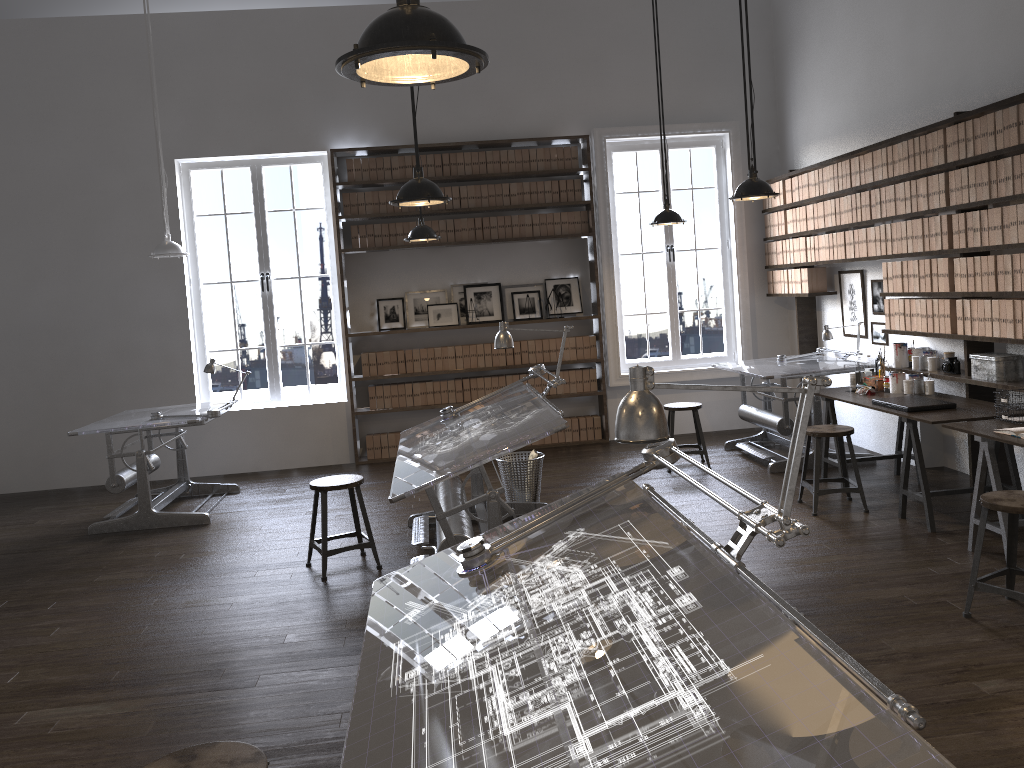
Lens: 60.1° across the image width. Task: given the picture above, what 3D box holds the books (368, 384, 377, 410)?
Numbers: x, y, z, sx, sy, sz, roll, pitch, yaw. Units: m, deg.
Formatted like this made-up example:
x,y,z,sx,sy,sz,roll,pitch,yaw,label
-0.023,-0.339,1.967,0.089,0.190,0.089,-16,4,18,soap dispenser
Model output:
x,y,z,sx,sy,sz,roll,pitch,yaw,label
-1.355,0.127,8.620,0.067,0.225,0.175,-4,4,-5,books

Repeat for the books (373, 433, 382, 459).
x,y,z,sx,sy,sz,roll,pitch,yaw,label
-1.312,0.604,8.652,0.067,0.225,0.175,-4,4,-5,books

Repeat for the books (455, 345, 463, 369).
x,y,z,sx,sy,sz,roll,pitch,yaw,label
-0.521,-0.263,8.685,0.067,0.225,0.175,-4,4,-5,books

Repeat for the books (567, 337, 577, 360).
x,y,z,sx,sy,sz,roll,pitch,yaw,label
0.590,-0.353,8.789,0.067,0.225,0.175,-4,4,-5,books

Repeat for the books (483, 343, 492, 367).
x,y,z,sx,sy,sz,roll,pitch,yaw,label
-0.240,-0.285,8.710,0.067,0.225,0.175,-4,4,-5,books

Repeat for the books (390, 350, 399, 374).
x,y,z,sx,sy,sz,roll,pitch,yaw,label
-1.148,-0.212,8.632,0.067,0.225,0.175,-4,4,-5,books

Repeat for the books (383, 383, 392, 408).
x,y,z,sx,sy,sz,roll,pitch,yaw,label
-1.211,0.115,8.637,0.067,0.225,0.175,-4,4,-5,books

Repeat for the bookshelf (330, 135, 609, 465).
x,y,z,sx,sy,sz,roll,pitch,yaw,label
-0.371,-0.477,8.736,2.474,3.713,0.413,-4,3,-5,bookshelf

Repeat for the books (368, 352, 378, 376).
x,y,z,sx,sy,sz,roll,pitch,yaw,label
-1.347,-0.195,8.606,0.067,0.225,0.175,-4,4,-5,books

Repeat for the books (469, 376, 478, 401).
x,y,z,sx,sy,sz,roll,pitch,yaw,label
-0.376,0.047,8.719,0.067,0.225,0.175,-4,4,-5,books

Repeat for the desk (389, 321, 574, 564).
x,y,z,sx,sy,sz,roll,pitch,yaw,label
-0.157,0.318,5.307,1.077,1.382,2.288,-4,5,-5,desk

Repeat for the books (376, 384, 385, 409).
x,y,z,sx,sy,sz,roll,pitch,yaw,label
-1.283,0.121,8.627,0.067,0.225,0.175,-4,4,-5,books

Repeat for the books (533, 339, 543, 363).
x,y,z,sx,sy,sz,roll,pitch,yaw,label
0.258,-0.326,8.763,0.067,0.225,0.175,-4,4,-5,books

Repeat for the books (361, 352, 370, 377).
x,y,z,sx,sy,sz,roll,pitch,yaw,label
-1.419,-0.190,8.603,0.067,0.225,0.175,-4,4,-5,books

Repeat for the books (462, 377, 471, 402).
x,y,z,sx,sy,sz,roll,pitch,yaw,label
-0.449,0.053,8.707,0.067,0.225,0.175,-4,4,-5,books

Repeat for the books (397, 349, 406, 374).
x,y,z,sx,sy,sz,roll,pitch,yaw,label
-1.074,-0.218,8.633,0.067,0.225,0.175,-4,4,-5,books

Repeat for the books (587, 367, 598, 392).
x,y,z,sx,sy,sz,roll,pitch,yaw,label
0.797,-0.048,8.824,0.067,0.225,0.175,-4,4,-5,books

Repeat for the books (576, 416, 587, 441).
x,y,z,sx,sy,sz,roll,pitch,yaw,label
0.693,0.442,8.836,0.067,0.225,0.175,-4,4,-5,books

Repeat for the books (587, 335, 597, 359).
x,y,z,sx,sy,sz,roll,pitch,yaw,label
0.794,-0.369,8.807,0.067,0.225,0.175,-4,4,-5,books

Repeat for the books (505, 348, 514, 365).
x,y,z,sx,sy,sz,roll,pitch,yaw,label
-0.031,-0.303,8.736,0.067,0.225,0.175,-4,4,-5,books

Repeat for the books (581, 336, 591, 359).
x,y,z,sx,sy,sz,roll,pitch,yaw,label
0.729,-0.365,8.808,0.067,0.225,0.175,-4,4,-5,books

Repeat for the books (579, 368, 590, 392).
x,y,z,sx,sy,sz,roll,pitch,yaw,label
0.727,-0.042,8.822,0.067,0.225,0.175,-4,4,-5,books

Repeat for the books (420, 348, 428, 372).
x,y,z,sx,sy,sz,roll,pitch,yaw,label
-0.859,-0.236,8.658,0.067,0.225,0.175,-4,4,-5,books

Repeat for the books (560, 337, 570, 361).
x,y,z,sx,sy,sz,roll,pitch,yaw,label
0.524,-0.348,8.785,0.067,0.225,0.175,-4,4,-5,books

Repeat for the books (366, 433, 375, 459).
x,y,z,sx,sy,sz,roll,pitch,yaw,label
-1.381,0.610,8.648,0.067,0.225,0.175,-4,4,-5,books

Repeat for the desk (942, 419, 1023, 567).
x,y,z,sx,sy,sz,roll,pitch,yaw,label
2.772,0.606,4.049,0.656,0.667,1.674,-4,6,-5,desk

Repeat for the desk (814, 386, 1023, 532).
x,y,z,sx,sy,sz,roll,pitch,yaw,label
2.602,0.433,5.803,0.656,0.667,1.674,-4,6,-5,desk

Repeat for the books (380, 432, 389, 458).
x,y,z,sx,sy,sz,roll,pitch,yaw,label
-1.242,0.599,8.655,0.067,0.225,0.175,-4,4,-5,books

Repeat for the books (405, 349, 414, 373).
x,y,z,sx,sy,sz,roll,pitch,yaw,label
-1.000,-0.224,8.646,0.067,0.225,0.175,-4,4,-5,books

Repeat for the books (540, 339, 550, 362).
x,y,z,sx,sy,sz,roll,pitch,yaw,label
0.328,-0.332,8.770,0.067,0.225,0.175,-4,4,-5,books

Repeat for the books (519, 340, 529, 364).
x,y,z,sx,sy,sz,roll,pitch,yaw,label
0.117,-0.315,8.750,0.067,0.225,0.175,-4,4,-5,books

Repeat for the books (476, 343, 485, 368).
x,y,z,sx,sy,sz,roll,pitch,yaw,label
-0.313,-0.280,8.707,0.067,0.225,0.175,-4,4,-5,books

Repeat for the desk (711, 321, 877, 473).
x,y,z,sx,sy,sz,roll,pitch,yaw,label
2.398,0.059,7.414,1.071,1.094,1.273,-4,5,-5,desk

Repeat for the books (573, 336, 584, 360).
x,y,z,sx,sy,sz,roll,pitch,yaw,label
0.660,-0.359,8.800,0.067,0.225,0.175,-4,4,-5,books

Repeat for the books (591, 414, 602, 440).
x,y,z,sx,sy,sz,roll,pitch,yaw,label
0.842,0.430,8.853,0.067,0.225,0.175,-4,4,-5,books

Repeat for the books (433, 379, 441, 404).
x,y,z,sx,sy,sz,roll,pitch,yaw,label
-0.736,0.076,8.685,0.067,0.225,0.175,-4,4,-5,books

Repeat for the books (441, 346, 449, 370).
x,y,z,sx,sy,sz,roll,pitch,yaw,label
-0.655,-0.252,8.676,0.067,0.225,0.175,-4,4,-5,books

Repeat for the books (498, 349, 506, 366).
x,y,z,sx,sy,sz,roll,pitch,yaw,label
-0.106,-0.297,8.727,0.067,0.225,0.175,-4,4,-5,books

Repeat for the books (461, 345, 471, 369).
x,y,z,sx,sy,sz,roll,pitch,yaw,label
-0.451,-0.269,8.696,0.067,0.225,0.175,-4,4,-5,books

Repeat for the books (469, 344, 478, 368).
x,y,z,sx,sy,sz,roll,pitch,yaw,label
-0.382,-0.275,8.704,0.067,0.225,0.175,-4,4,-5,books

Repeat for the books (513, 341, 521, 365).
x,y,z,sx,sy,sz,roll,pitch,yaw,label
0.043,-0.308,8.738,0.067,0.225,0.175,-4,4,-5,books

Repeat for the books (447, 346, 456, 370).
x,y,z,sx,sy,sz,roll,pitch,yaw,label
-0.593,-0.257,8.680,0.067,0.225,0.175,-4,4,-5,books

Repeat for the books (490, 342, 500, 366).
x,y,z,sx,sy,sz,roll,pitch,yaw,label
-0.169,-0.291,8.717,0.067,0.225,0.175,-4,4,-5,books

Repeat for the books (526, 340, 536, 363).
x,y,z,sx,sy,sz,roll,pitch,yaw,label
0.188,-0.320,8.752,0.067,0.225,0.175,-4,4,-5,books

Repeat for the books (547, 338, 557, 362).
x,y,z,sx,sy,sz,roll,pitch,yaw,label
0.396,-0.337,8.770,0.067,0.225,0.175,-4,4,-5,books

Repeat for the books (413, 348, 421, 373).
x,y,z,sx,sy,sz,roll,pitch,yaw,label
-0.929,-0.230,8.648,0.067,0.225,0.175,-4,4,-5,books

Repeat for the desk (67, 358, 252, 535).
x,y,z,sx,sy,sz,roll,pitch,yaw,label
-2.641,0.416,6.998,1.171,1.185,1.273,-4,5,-5,desk

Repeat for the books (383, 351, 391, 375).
x,y,z,sx,sy,sz,roll,pitch,yaw,label
-1.213,-0.207,8.623,0.067,0.225,0.175,-4,4,-5,books

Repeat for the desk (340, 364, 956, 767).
x,y,z,sx,sy,sz,roll,pitch,yaw,label
0.167,0.646,1.974,1.077,1.382,2.076,-4,5,-5,desk

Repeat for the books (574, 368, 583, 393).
x,y,z,sx,sy,sz,roll,pitch,yaw,label
0.656,-0.037,8.815,0.067,0.225,0.175,-4,4,-5,books

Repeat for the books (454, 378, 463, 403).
x,y,z,sx,sy,sz,roll,pitch,yaw,label
-0.524,0.059,8.705,0.067,0.225,0.175,-4,4,-5,books

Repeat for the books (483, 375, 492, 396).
x,y,z,sx,sy,sz,roll,pitch,yaw,label
-0.239,0.036,8.729,0.067,0.225,0.175,-4,4,-5,books

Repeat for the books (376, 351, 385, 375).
x,y,z,sx,sy,sz,roll,pitch,yaw,label
-1.275,-0.201,8.613,0.067,0.225,0.175,-4,4,-5,books

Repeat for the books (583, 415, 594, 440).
x,y,z,sx,sy,sz,roll,pitch,yaw,label
0.766,0.436,8.848,0.067,0.225,0.175,-4,4,-5,books

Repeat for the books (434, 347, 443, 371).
x,y,z,sx,sy,sz,roll,pitch,yaw,label
-0.721,-0.246,8.665,0.067,0.225,0.175,-4,4,-5,books

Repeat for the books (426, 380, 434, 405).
x,y,z,sx,sy,sz,roll,pitch,yaw,label
-0.802,0.082,8.673,0.067,0.225,0.175,-4,4,-5,books

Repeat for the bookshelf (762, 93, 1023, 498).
x,y,z,sx,sy,sz,roll,pitch,yaw,label
3.178,0.003,4.244,0.373,3.196,9.210,-4,6,-5,bookshelf

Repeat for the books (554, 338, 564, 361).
x,y,z,sx,sy,sz,roll,pitch,yaw,label
0.462,-0.343,8.781,0.067,0.225,0.175,-4,4,-5,books

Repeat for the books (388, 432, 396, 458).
x,y,z,sx,sy,sz,roll,pitch,yaw,label
-1.170,0.593,8.664,0.067,0.225,0.175,-4,4,-5,books

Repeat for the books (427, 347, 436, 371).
x,y,z,sx,sy,sz,roll,pitch,yaw,label
-0.789,-0.241,8.665,0.067,0.225,0.175,-4,4,-5,books
